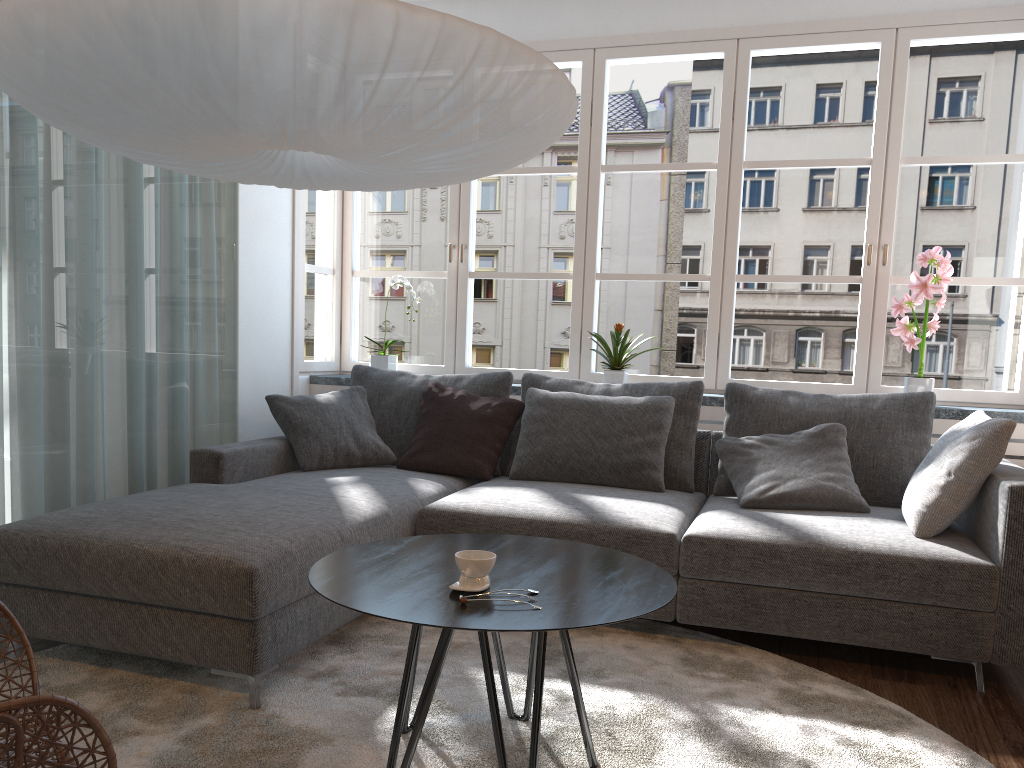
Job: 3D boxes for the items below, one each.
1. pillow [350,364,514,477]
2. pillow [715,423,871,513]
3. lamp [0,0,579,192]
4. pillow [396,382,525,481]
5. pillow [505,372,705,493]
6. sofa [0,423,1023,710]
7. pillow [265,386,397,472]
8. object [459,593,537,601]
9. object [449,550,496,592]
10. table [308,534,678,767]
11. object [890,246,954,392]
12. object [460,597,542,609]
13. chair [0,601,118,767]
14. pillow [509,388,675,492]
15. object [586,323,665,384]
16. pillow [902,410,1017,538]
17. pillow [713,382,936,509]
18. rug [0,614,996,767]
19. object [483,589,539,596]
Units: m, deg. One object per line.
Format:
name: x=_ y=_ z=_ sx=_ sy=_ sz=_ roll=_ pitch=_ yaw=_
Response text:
pillow: x=-0.427 y=0.163 z=4.155 sx=0.835 sy=0.482 sz=0.273 roll=3 pitch=6 yaw=18
pillow: x=1.076 y=0.310 z=3.428 sx=0.492 sy=0.323 sz=0.441 roll=2 pitch=4 yaw=0
lamp: x=-0.564 y=-0.674 z=2.330 sx=1.468 sy=0.211 sz=1.462 roll=0 pitch=3 yaw=-35
pillow: x=-0.234 y=0.204 z=3.932 sx=0.520 sy=0.406 sz=0.309 roll=4 pitch=5 yaw=20
pillow: x=0.403 y=0.204 z=3.900 sx=0.838 sy=0.478 sz=0.275 roll=3 pitch=6 yaw=18
sofa: x=0.169 y=0.546 z=3.092 sx=3.063 sy=0.676 sz=2.030 roll=3 pitch=3 yaw=18
pillow: x=-0.808 y=0.194 z=3.966 sx=0.515 sy=0.362 sz=0.344 roll=0 pitch=5 yaw=-33
object: x=-0.028 y=0.442 z=1.839 sx=0.163 sy=0.016 sz=0.025 roll=2 pitch=4 yaw=-7
object: x=-0.093 y=0.409 z=1.922 sx=0.091 sy=0.069 sz=0.138 roll=4 pitch=4 yaw=30
table: x=-0.052 y=0.676 z=2.095 sx=0.845 sy=0.476 sz=0.843 roll=3 pitch=4 yaw=20
object: x=1.792 y=-0.250 z=3.885 sx=0.201 sy=0.696 sz=0.295 roll=2 pitch=6 yaw=-3
object: x=-0.022 y=0.444 z=1.797 sx=0.168 sy=0.015 sz=0.014 roll=2 pitch=5 yaw=5
chair: x=-1.103 y=0.533 z=1.463 sx=0.684 sy=0.715 sz=0.714 roll=-2 pitch=6 yaw=-39
pillow: x=0.344 y=0.233 z=3.772 sx=0.666 sy=0.400 sz=0.290 roll=3 pitch=5 yaw=18
object: x=0.536 y=-0.134 z=4.294 sx=0.376 sy=0.331 sz=0.320 roll=2 pitch=5 yaw=-7
pillow: x=1.510 y=0.301 z=3.056 sx=0.286 sy=0.417 sz=0.491 roll=4 pitch=4 yaw=17
pillow: x=1.268 y=0.251 z=3.612 sx=0.835 sy=0.481 sz=0.273 roll=3 pitch=6 yaw=18
rug: x=-0.214 y=0.904 z=2.070 sx=2.837 sy=0.012 sz=2.820 roll=2 pitch=2 yaw=-2
object: x=-0.002 y=0.444 z=1.890 sx=0.124 sy=0.010 sz=0.026 roll=2 pitch=3 yaw=-16
